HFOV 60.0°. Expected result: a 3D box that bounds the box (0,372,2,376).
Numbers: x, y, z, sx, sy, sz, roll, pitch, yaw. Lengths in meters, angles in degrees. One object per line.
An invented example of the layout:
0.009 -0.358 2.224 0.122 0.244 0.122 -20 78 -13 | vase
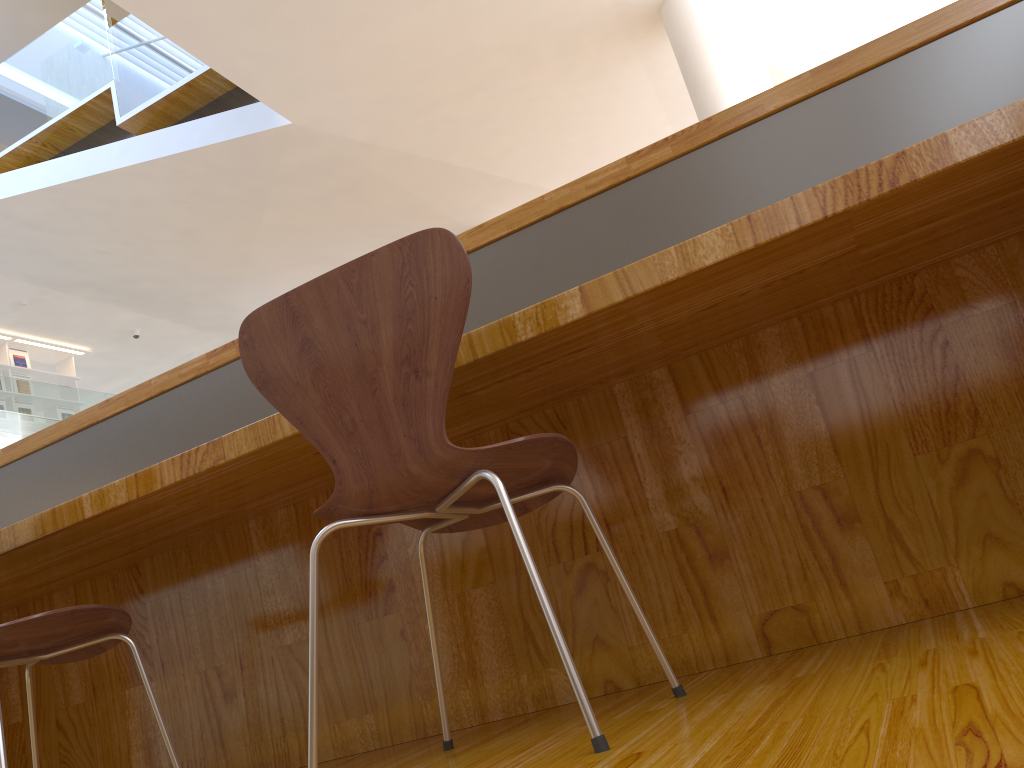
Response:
-5.776 0.011 9.775 0.274 0.296 0.245 -21 -17 21 | box

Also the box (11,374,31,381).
-5.627 0.062 10.094 0.274 0.296 0.245 -21 -17 21 | box

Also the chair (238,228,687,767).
-0.088 0.190 1.314 0.428 0.693 0.381 -21 -17 21 | chair

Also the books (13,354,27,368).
-5.611 -0.230 10.125 0.037 0.210 0.145 -21 -17 21 | books

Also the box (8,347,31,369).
-5.710 -0.243 10.182 0.274 0.296 0.245 -21 -17 21 | box

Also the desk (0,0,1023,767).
0.009 0.178 2.006 3.216 1.022 1.248 -21 -17 21 | desk

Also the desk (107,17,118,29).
-2.617 -2.132 8.178 0.760 0.606 3.196 -21 -17 21 | desk

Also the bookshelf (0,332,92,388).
-5.762 0.259 9.373 0.498 1.836 2.984 -21 -17 21 | bookshelf

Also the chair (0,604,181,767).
-0.935 0.520 1.656 0.428 0.693 0.381 -21 -17 21 | chair
